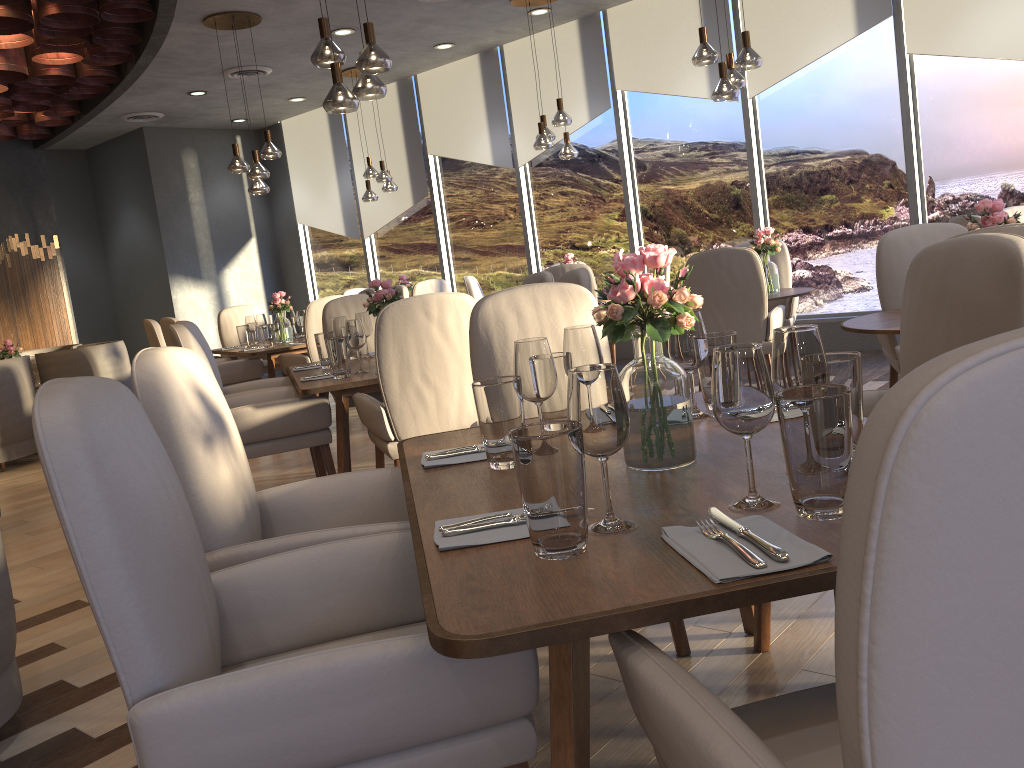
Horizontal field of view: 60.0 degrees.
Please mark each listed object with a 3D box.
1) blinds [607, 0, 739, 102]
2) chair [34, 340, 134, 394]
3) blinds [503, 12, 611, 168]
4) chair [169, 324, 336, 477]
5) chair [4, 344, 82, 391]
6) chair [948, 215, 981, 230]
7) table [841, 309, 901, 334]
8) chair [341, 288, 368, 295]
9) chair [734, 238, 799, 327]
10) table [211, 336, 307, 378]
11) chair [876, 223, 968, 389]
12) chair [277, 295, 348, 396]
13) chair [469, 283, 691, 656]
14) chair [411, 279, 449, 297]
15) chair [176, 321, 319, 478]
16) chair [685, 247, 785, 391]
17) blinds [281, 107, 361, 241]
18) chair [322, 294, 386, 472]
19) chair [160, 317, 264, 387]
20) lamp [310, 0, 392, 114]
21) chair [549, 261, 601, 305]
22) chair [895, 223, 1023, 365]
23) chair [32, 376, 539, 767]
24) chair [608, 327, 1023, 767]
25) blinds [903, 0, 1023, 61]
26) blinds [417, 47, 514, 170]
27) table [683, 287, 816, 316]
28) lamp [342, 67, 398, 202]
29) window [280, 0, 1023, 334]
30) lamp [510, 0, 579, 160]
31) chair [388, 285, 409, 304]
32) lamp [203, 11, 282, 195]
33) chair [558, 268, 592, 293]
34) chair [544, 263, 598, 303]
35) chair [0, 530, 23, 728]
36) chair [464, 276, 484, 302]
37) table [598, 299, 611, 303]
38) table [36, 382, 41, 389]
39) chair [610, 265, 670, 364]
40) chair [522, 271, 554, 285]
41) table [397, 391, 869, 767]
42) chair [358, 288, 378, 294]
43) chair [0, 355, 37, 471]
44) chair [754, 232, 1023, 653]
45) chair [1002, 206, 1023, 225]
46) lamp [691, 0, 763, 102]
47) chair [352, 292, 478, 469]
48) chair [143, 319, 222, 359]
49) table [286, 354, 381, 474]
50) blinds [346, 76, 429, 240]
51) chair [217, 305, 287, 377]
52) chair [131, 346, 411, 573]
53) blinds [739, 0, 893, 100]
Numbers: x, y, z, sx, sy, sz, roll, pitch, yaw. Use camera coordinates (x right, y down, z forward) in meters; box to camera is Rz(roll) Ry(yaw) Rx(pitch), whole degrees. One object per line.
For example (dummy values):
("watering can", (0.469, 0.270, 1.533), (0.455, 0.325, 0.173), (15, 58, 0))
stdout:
("blinds", (1.269, -3.656, 7.619), (1.172, 2.671, 0.007), (-2, 8, 41))
("chair", (-3.525, 0.085, 7.525), (0.595, 0.834, 0.777), (-7, 7, 1))
("blinds", (0.341, -3.502, 8.445), (1.172, 2.671, 0.007), (-2, 8, 41))
("chair", (-1.130, 0.186, 3.953), (0.601, 0.997, 0.529), (-10, 7, -20))
("chair", (-4.215, 0.089, 8.150), (0.774, 0.834, 0.597), (-8, 7, -4))
("chair", (2.851, -0.486, 4.996), (0.600, 0.997, 0.530), (-8, 6, -2))
("table", (1.725, 0.059, 3.375), (0.833, 0.660, 0.837), (-6, 7, 15))
("chair", (-1.552, -0.586, 9.880), (0.530, 0.997, 0.600), (-12, 8, -36))
("chair", (1.723, -0.497, 6.141), (0.528, 0.997, 0.602), (-5, 7, 21))
("table", (-1.780, -0.011, 7.184), (0.967, 0.663, 1.308), (-12, 9, -32))
("chair", (1.878, -0.202, 3.887), (0.528, 0.997, 0.602), (-6, 7, 17))
("chair", (-1.354, -0.135, 6.467), (0.530, 0.997, 0.600), (-12, 8, -35))
("chair", (0.150, 0.215, 2.536), (0.528, 0.997, 0.601), (-8, 7, -6))
("chair", (-0.890, -0.540, 8.927), (0.530, 0.997, 0.600), (-12, 8, -35))
("chair", (-1.306, 0.134, 4.494), (0.600, 0.997, 0.529), (-9, 7, -13))
("chair", (1.286, -0.290, 5.079), (0.528, 0.997, 0.602), (-5, 7, 22))
("blinds", (-2.447, -3.038, 10.926), (1.172, 2.671, 0.007), (-2, 8, 41))
("chair", (-0.838, -0.025, 5.188), (0.529, 0.997, 0.601), (-9, 7, -13))
("chair", (-2.203, -0.040, 6.584), (0.602, 0.997, 0.528), (-12, 8, -37))
("lamp", (-0.820, -1.949, 4.181), (0.441, 1.322, 0.439), (-14, 9, -44))
("chair", (0.561, -0.623, 8.143), (0.528, 0.997, 0.602), (-7, 7, 3))
("chair", (1.524, -0.003, 2.793), (0.528, 0.997, 0.602), (-5, 7, 18))
("chair", (-0.296, 0.440, 1.349), (0.600, 0.997, 0.529), (-9, 7, -13))
("chair", (0.436, 0.404, 0.912), (0.529, 0.997, 0.601), (-9, 7, -11))
("blinds", (3.215, -3.389, 6.018), (1.172, 2.671, 0.007), (-2, 8, 41))
("blinds", (-0.606, -3.490, 9.256), (1.172, 2.671, 0.007), (-2, 8, 41))
("table", (1.522, -0.228, 5.623), (0.834, 0.660, 0.837), (-7, 7, 1))
("lamp", (-1.448, -2.563, 9.171), (0.439, 1.322, 0.441), (-2, 8, 40))
("window", (1.889, -1.566, 3.855), (8.062, 3.188, 16.177), (-8, 8, -4))
("lamp", (0.291, -2.544, 7.388), (0.439, 1.322, 0.441), (-3, 8, 34))
("chair", (-1.111, -0.282, 7.284), (0.601, 0.997, 0.528), (-11, 7, -30))
("lamp", (-2.080, -2.167, 6.936), (0.440, 1.322, 0.440), (-9, 6, -10))
("chair", (0.122, -0.028, 4.302), (0.600, 0.997, 0.529), (-9, 7, -13))
("chair", (0.479, -0.451, 6.992), (0.528, 0.997, 0.602), (-7, 7, 4))
("chair", (-1.622, 0.568, 2.263), (0.597, 0.834, 0.775), (-11, 8, -29))
("chair", (-0.053, -0.476, 7.677), (0.599, 0.997, 0.530), (-7, 7, 7))
("table", (0.571, -0.380, 7.611), (0.833, 0.660, 0.837), (-2, 9, 40))
("table", (-4.147, 0.309, 7.511), (0.834, 0.560, 0.836), (-9, 7, -10))
("chair", (1.088, -0.604, 7.509), (0.599, 0.997, 0.530), (-7, 7, 7))
("chair", (-0.032, -0.083, 4.845), (0.600, 0.997, 0.529), (-10, 7, -18))
("table", (0.322, 0.473, 1.730), (0.965, 0.663, 1.311), (-9, 8, -8))
("chair", (-1.415, -0.308, 7.761), (0.601, 0.997, 0.528), (-12, 8, -35))
("chair", (-4.111, 0.259, 6.832), (0.775, 0.834, 0.597), (-9, 7, -9))
("chair", (0.897, 0.178, 2.093), (0.600, 0.997, 0.529), (-9, 7, -11))
("chair", (3.383, -0.634, 5.553), (0.528, 0.997, 0.601), (-8, 7, -6))
("lamp", (1.264, -2.394, 5.398), (0.439, 1.322, 0.441), (-2, 9, 43))
("chair", (-0.340, 0.131, 3.599), (0.529, 0.997, 0.601), (-10, 7, -18))
("chair", (-2.527, -0.062, 7.053), (0.601, 0.997, 0.528), (-11, 7, -30))
("table", (-0.558, 0.215, 4.409), (0.966, 0.663, 1.310), (-10, 8, -16))
("blinds", (-1.498, -3.050, 10.114), (1.172, 2.671, 0.007), (-2, 8, 41))
("chair", (-2.283, -0.207, 7.856), (0.529, 0.997, 0.600), (-11, 8, -30))
("chair", (-0.402, 0.376, 1.907), (0.600, 0.997, 0.530), (-8, 7, -6))
("blinds", (2.228, -3.668, 6.798), (1.172, 2.671, 0.007), (-2, 8, 41))
